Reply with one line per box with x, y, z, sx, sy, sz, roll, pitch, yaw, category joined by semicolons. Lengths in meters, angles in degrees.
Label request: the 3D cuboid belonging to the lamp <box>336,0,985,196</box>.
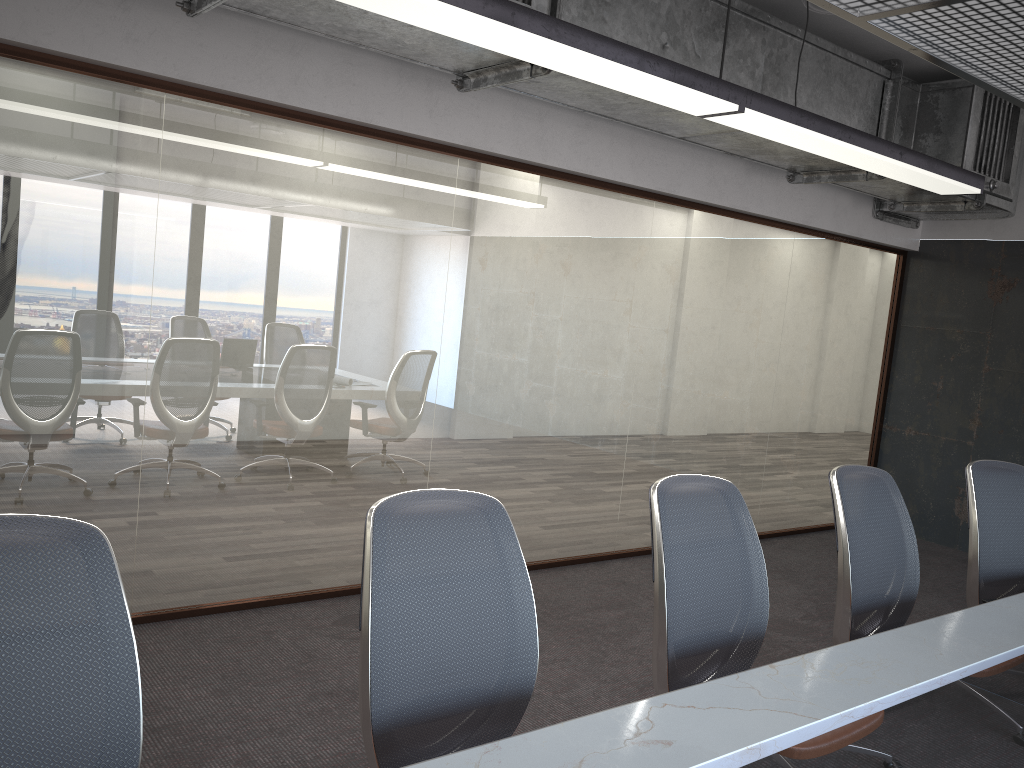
1.248;-1.260;1.273;6.097;0.908;4.126;2;7;-38;lamp

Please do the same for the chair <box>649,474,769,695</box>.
0.726;0.912;2.558;0.828;1.166;0.789;7;5;16;chair

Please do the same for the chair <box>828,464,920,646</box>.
1.471;0.935;3.143;0.828;1.166;0.789;7;5;16;chair

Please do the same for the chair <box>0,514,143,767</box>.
-0.764;0.866;1.386;0.828;1.166;0.789;7;5;16;chair

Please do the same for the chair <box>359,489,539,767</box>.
-0.019;0.889;1.972;0.828;1.166;0.789;7;5;16;chair

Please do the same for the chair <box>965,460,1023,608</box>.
2.244;0.965;3.688;0.828;1.166;0.789;9;6;31;chair

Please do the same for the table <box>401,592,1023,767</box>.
0.927;1.241;1.442;5.498;0.745;1.898;2;7;-38;table
